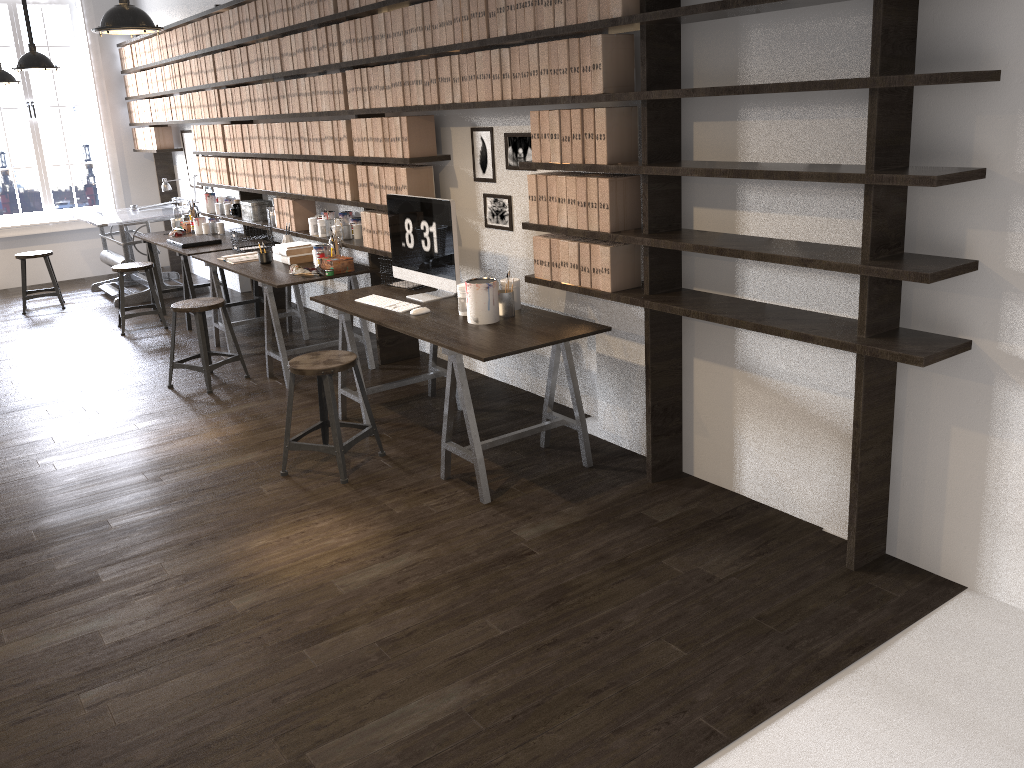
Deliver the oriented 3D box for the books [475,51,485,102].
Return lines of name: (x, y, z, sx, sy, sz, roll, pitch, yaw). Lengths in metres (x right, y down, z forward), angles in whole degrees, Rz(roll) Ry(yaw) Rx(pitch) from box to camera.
books: (-0.077, -1.453, 4.183, 0.175, 0.222, 0.067, -14, 19, -33)

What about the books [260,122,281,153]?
books: (-1.761, -1.822, 6.573, 0.175, 0.222, 0.067, -14, 19, -34)

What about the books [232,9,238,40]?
books: (-1.978, -2.678, 6.602, 0.175, 0.222, 0.067, -14, 19, -33)

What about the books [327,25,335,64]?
books: (-1.024, -2.062, 5.393, 0.175, 0.222, 0.067, -14, 19, -34)

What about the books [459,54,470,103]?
books: (-0.159, -1.486, 4.300, 0.175, 0.223, 0.067, -14, 19, -33)

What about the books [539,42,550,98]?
books: (0.207, -1.346, 3.793, 0.175, 0.222, 0.067, -14, 19, -34)

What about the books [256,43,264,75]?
books: (-1.722, -2.321, 6.334, 0.175, 0.223, 0.067, -14, 19, -34)

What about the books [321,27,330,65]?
books: (-1.072, -2.077, 5.449, 0.175, 0.223, 0.067, -14, 19, -33)

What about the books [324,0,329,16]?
books: (-1.042, -2.327, 5.327, 0.175, 0.223, 0.067, -14, 19, -34)

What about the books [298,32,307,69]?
books: (-1.279, -2.154, 5.730, 0.175, 0.223, 0.067, -14, 19, -34)

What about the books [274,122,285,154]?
books: (-1.596, -1.760, 6.349, 0.175, 0.223, 0.067, -14, 19, -33)

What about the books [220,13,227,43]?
books: (-2.136, -2.739, 6.822, 0.175, 0.223, 0.067, -14, 19, -33)

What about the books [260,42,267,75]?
books: (-1.677, -2.306, 6.279, 0.175, 0.223, 0.067, -14, 19, -34)

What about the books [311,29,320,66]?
books: (-1.156, -2.109, 5.565, 0.175, 0.223, 0.067, -14, 19, -34)

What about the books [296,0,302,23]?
books: (-1.282, -2.417, 5.652, 0.175, 0.223, 0.067, -14, 19, -34)

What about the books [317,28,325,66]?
books: (-1.111, -2.094, 5.511, 0.175, 0.223, 0.067, -14, 19, -34)

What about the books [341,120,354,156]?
books: (-0.951, -1.516, 5.462, 0.175, 0.223, 0.067, -14, 19, -33)

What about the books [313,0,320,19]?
books: (-1.128, -2.356, 5.433, 0.175, 0.223, 0.067, -14, 19, -33)

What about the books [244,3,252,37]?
books: (-1.820, -2.617, 6.381, 0.175, 0.223, 0.067, -14, 19, -34)

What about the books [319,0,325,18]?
books: (-1.084, -2.342, 5.383, 0.175, 0.223, 0.067, -14, 19, -34)

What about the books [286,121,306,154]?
books: (-1.475, -1.715, 6.184, 0.175, 0.222, 0.067, -14, 19, -33)

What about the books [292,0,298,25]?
books: (-1.321, -2.432, 5.709, 0.175, 0.223, 0.067, -14, 19, -34)

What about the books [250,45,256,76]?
books: (-1.797, -2.351, 6.444, 0.175, 0.222, 0.067, -14, 19, -34)

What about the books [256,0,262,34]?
books: (-1.688, -2.570, 6.209, 0.175, 0.222, 0.067, -14, 19, -34)

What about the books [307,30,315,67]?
books: (-1.194, -2.125, 5.624, 0.175, 0.223, 0.067, -14, 19, -33)

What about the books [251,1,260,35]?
books: (-1.736, -2.585, 6.265, 0.175, 0.223, 0.067, -14, 19, -33)

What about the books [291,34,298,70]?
books: (-1.352, -2.183, 5.835, 0.175, 0.222, 0.067, -14, 19, -33)

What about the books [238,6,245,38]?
books: (-1.899, -2.649, 6.496, 0.175, 0.223, 0.067, -14, 19, -33)

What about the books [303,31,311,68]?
books: (-1.235, -2.141, 5.680, 0.175, 0.223, 0.067, -14, 19, -33)

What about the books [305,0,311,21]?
books: (-1.201, -2.385, 5.538, 0.175, 0.222, 0.067, -14, 19, -34)

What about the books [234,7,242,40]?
books: (-1.943, -2.662, 6.546, 0.175, 0.223, 0.067, -14, 19, -34)

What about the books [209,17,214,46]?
books: (-2.300, -2.799, 7.041, 0.175, 0.222, 0.067, -14, 19, -34)

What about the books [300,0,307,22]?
books: (-1.244, -2.400, 5.594, 0.175, 0.223, 0.067, -14, 19, -33)

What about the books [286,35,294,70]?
books: (-1.396, -2.199, 5.891, 0.175, 0.223, 0.067, -14, 19, -34)

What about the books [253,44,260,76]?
books: (-1.764, -2.336, 6.392, 0.175, 0.223, 0.067, -14, 19, -33)

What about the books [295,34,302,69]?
books: (-1.314, -2.170, 5.786, 0.175, 0.222, 0.067, -14, 19, -33)

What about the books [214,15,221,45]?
books: (-2.225, -2.768, 6.931, 0.175, 0.223, 0.067, -14, 19, -34)

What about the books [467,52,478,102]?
books: (-0.120, -1.470, 4.243, 0.175, 0.223, 0.067, -14, 19, -33)

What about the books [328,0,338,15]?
books: (-1.005, -2.310, 5.268, 0.175, 0.223, 0.067, -14, 19, -33)

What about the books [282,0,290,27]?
books: (-1.410, -2.462, 5.818, 0.175, 0.223, 0.067, -14, 19, -33)

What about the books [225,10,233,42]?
books: (-2.059, -2.707, 6.707, 0.175, 0.223, 0.067, -14, 19, -34)

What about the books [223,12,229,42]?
books: (-2.097, -2.723, 6.765, 0.175, 0.223, 0.067, -14, 19, -33)

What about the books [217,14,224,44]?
books: (-2.180, -2.753, 6.875, 0.175, 0.223, 0.067, -14, 19, -34)

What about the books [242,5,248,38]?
books: (-1.858, -2.634, 6.440, 0.175, 0.223, 0.067, -14, 19, -33)

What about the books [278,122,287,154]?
books: (-1.557, -1.744, 6.290, 0.175, 0.223, 0.067, -14, 19, -33)

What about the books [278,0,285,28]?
books: (-1.452, -2.477, 5.875, 0.175, 0.223, 0.067, -14, 19, -34)

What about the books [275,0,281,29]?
books: (-1.485, -2.492, 5.928, 0.175, 0.222, 0.067, -14, 19, -33)

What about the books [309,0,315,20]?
books: (-1.163, -2.372, 5.489, 0.175, 0.222, 0.067, -14, 19, -34)

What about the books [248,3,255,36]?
books: (-1.775, -2.603, 6.327, 0.175, 0.223, 0.067, -14, 19, -34)

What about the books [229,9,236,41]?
books: (-2.016, -2.692, 6.651, 0.175, 0.222, 0.067, -14, 19, -33)

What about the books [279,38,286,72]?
books: (-1.472, -2.231, 6.006, 0.175, 0.223, 0.067, -14, 19, -33)

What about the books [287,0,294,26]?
books: (-1.365, -2.447, 5.762, 0.175, 0.223, 0.067, -14, 19, -33)

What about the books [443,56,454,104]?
books: (-0.247, -1.515, 4.408, 0.175, 0.223, 0.067, -14, 19, -34)

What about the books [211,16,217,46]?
books: (-2.267, -2.784, 6.988, 0.175, 0.223, 0.067, -14, 19, -33)

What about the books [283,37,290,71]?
books: (-1.433, -2.215, 5.949, 0.175, 0.223, 0.067, -14, 19, -33)

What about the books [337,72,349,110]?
books: (-0.963, -1.781, 5.397, 0.175, 0.223, 0.067, -14, 19, -33)
